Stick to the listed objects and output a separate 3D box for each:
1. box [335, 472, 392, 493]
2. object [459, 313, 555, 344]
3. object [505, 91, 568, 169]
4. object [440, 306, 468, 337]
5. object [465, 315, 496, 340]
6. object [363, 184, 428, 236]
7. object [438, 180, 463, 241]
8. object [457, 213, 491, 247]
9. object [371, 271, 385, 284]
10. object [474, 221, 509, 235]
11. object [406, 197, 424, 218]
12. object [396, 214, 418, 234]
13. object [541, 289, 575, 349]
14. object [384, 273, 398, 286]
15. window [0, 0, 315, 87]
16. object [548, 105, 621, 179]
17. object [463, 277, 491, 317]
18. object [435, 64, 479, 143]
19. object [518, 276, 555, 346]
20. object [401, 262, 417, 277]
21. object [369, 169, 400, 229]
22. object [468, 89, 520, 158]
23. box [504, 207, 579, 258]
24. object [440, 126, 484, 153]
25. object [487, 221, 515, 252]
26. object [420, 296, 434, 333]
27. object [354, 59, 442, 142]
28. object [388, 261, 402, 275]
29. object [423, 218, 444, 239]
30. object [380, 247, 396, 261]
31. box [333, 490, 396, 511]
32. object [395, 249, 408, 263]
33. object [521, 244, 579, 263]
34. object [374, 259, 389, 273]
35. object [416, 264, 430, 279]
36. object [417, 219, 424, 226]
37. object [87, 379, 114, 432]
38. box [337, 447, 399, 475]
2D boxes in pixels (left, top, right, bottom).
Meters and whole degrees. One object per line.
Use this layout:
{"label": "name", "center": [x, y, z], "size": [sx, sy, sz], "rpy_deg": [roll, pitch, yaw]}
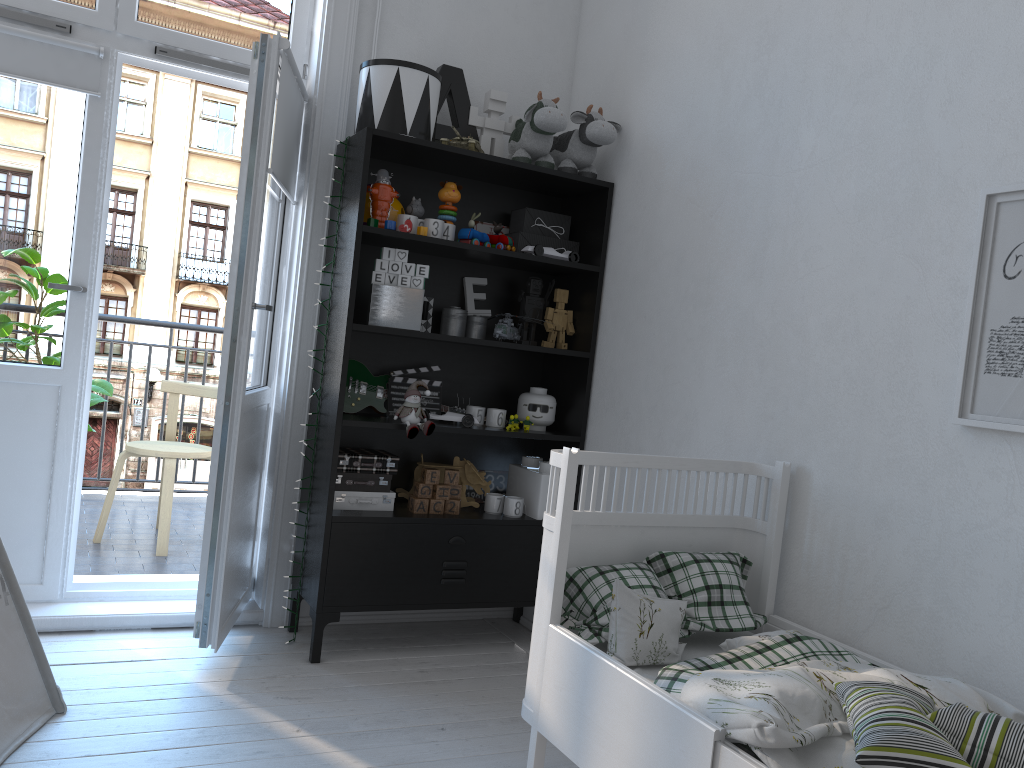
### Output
{"label": "box", "center": [-0.534, 0.318, 2.983], "size": [0.216, 0.062, 0.179], "rpy_deg": [6, 2, -27]}
{"label": "object", "center": [-0.023, -0.198, 3.153], "size": [0.368, 0.106, 0.349], "rpy_deg": [6, 2, -25]}
{"label": "object", "center": [0.075, -0.865, 3.100], "size": [0.154, 0.253, 0.370], "rpy_deg": [6, 2, -19]}
{"label": "object", "center": [-0.210, -0.222, 3.188], "size": [0.095, 0.110, 0.095], "rpy_deg": [6, 2, -22]}
{"label": "object", "center": [-0.086, -0.199, 3.158], "size": [0.078, 0.091, 0.246], "rpy_deg": [5, 2, -32]}
{"label": "object", "center": [-0.417, -0.590, 2.941], "size": [0.197, 0.197, 0.318], "rpy_deg": [5, 2, -31]}
{"label": "object", "center": [-0.217, -0.578, 2.990], "size": [0.077, 0.213, 0.077], "rpy_deg": [7, 2, 6]}
{"label": "object", "center": [-0.125, -0.524, 3.041], "size": [0.087, 0.126, 0.121], "rpy_deg": [8, 2, 40]}
{"label": "object", "center": [-0.433, -0.342, 2.870], "size": [0.040, 0.040, 0.040], "rpy_deg": [6, 2, -12]}
{"label": "object", "center": [0.015, -0.521, 3.335], "size": [0.347, 0.132, 0.037], "rpy_deg": [6, 2, -27]}
{"label": "object", "center": [-0.338, -0.566, 3.068], "size": [0.063, 0.160, 0.063], "rpy_deg": [8, 2, 42]}
{"label": "object", "center": [-0.344, -0.516, 2.904], "size": [0.067, 0.067, 0.067], "rpy_deg": [6, 2, -26]}
{"label": "object", "center": [0.174, -0.236, 3.237], "size": [0.114, 0.221, 0.052], "rpy_deg": [5, 2, -28]}
{"label": "object", "center": [-0.397, -0.338, 2.886], "size": [0.040, 0.040, 0.040], "rpy_deg": [6, 2, -22]}
{"label": "window", "center": [-1.247, -1.436, 2.847], "size": [1.263, 0.660, 0.101], "rpy_deg": [6, 2, -27]}
{"label": "object", "center": [0.208, -0.852, 3.173], "size": [0.211, 0.253, 0.386], "rpy_deg": [5, 2, -43]}
{"label": "object", "center": [-0.128, -0.320, 3.268], "size": [0.107, 0.151, 0.055], "rpy_deg": [6, 2, -27]}
{"label": "object", "center": [-0.236, -0.951, 3.155], "size": [0.343, 0.344, 0.057], "rpy_deg": [6, 2, -27]}
{"label": "object", "center": [0.081, -0.266, 3.257], "size": [0.117, 0.259, 0.081], "rpy_deg": [5, 2, -27]}
{"label": "object", "center": [-0.335, -0.372, 2.889], "size": [0.040, 0.040, 0.040], "rpy_deg": [6, 2, 3]}
{"label": "object", "center": [-0.414, -0.592, 2.863], "size": [0.105, 0.203, 0.072], "rpy_deg": [6, 2, -19]}
{"label": "object", "center": [-0.072, -0.906, 3.208], "size": [0.190, 0.291, 0.065], "rpy_deg": [6, 2, -22]}
{"label": "box", "center": [0.112, -0.536, 3.263], "size": [0.252, 0.189, 0.179], "rpy_deg": [6, 2, -27]}
{"label": "object", "center": [-0.166, -0.816, 2.997], "size": [0.121, 0.100, 0.338], "rpy_deg": [7, 1, 8]}
{"label": "object", "center": [-0.046, -0.517, 3.128], "size": [0.121, 0.112, 0.087], "rpy_deg": [7, 2, 34]}
{"label": "object", "center": [-0.320, -0.246, 3.168], "size": [0.070, 0.135, 0.028], "rpy_deg": [5, 2, -27]}
{"label": "object", "center": [-0.377, -0.920, 3.003], "size": [0.272, 0.259, 0.395], "rpy_deg": [6, 2, 1]}
{"label": "object", "center": [-0.379, -0.376, 2.879], "size": [0.040, 0.040, 0.040], "rpy_deg": [6, 2, -7]}
{"label": "object", "center": [-0.260, -0.508, 2.931], "size": [0.067, 0.067, 0.067], "rpy_deg": [6, 2, -26]}
{"label": "object", "center": [-0.402, -0.419, 2.872], "size": [0.040, 0.040, 0.040], "rpy_deg": [6, 2, -22]}
{"label": "box", "center": [-0.524, 0.381, 2.994], "size": [0.216, 0.062, 0.179], "rpy_deg": [6, 2, -27]}
{"label": "object", "center": [-0.362, -0.415, 2.881], "size": [0.040, 0.040, 0.040], "rpy_deg": [6, 2, -17]}
{"label": "object", "center": [0.134, -0.458, 3.125], "size": [0.231, 0.048, 0.098], "rpy_deg": [5, 2, -37]}
{"label": "object", "center": [-0.424, -0.381, 2.870], "size": [0.040, 0.040, 0.040], "rpy_deg": [6, 2, -17]}
{"label": "object", "center": [-0.292, -0.367, 2.898], "size": [0.040, 0.040, 0.040], "rpy_deg": [6, 2, -2]}
{"label": "object", "center": [-0.316, -0.515, 2.968], "size": [0.067, 0.067, 0.067], "rpy_deg": [8, 2, 37]}
{"label": "object", "center": [-2.053, 0.047, 3.755], "size": [0.720, 1.225, 0.489], "rpy_deg": [6, 2, -17]}
{"label": "box", "center": [-0.511, 0.259, 2.991], "size": [0.216, 0.062, 0.179], "rpy_deg": [6, 2, -27]}
